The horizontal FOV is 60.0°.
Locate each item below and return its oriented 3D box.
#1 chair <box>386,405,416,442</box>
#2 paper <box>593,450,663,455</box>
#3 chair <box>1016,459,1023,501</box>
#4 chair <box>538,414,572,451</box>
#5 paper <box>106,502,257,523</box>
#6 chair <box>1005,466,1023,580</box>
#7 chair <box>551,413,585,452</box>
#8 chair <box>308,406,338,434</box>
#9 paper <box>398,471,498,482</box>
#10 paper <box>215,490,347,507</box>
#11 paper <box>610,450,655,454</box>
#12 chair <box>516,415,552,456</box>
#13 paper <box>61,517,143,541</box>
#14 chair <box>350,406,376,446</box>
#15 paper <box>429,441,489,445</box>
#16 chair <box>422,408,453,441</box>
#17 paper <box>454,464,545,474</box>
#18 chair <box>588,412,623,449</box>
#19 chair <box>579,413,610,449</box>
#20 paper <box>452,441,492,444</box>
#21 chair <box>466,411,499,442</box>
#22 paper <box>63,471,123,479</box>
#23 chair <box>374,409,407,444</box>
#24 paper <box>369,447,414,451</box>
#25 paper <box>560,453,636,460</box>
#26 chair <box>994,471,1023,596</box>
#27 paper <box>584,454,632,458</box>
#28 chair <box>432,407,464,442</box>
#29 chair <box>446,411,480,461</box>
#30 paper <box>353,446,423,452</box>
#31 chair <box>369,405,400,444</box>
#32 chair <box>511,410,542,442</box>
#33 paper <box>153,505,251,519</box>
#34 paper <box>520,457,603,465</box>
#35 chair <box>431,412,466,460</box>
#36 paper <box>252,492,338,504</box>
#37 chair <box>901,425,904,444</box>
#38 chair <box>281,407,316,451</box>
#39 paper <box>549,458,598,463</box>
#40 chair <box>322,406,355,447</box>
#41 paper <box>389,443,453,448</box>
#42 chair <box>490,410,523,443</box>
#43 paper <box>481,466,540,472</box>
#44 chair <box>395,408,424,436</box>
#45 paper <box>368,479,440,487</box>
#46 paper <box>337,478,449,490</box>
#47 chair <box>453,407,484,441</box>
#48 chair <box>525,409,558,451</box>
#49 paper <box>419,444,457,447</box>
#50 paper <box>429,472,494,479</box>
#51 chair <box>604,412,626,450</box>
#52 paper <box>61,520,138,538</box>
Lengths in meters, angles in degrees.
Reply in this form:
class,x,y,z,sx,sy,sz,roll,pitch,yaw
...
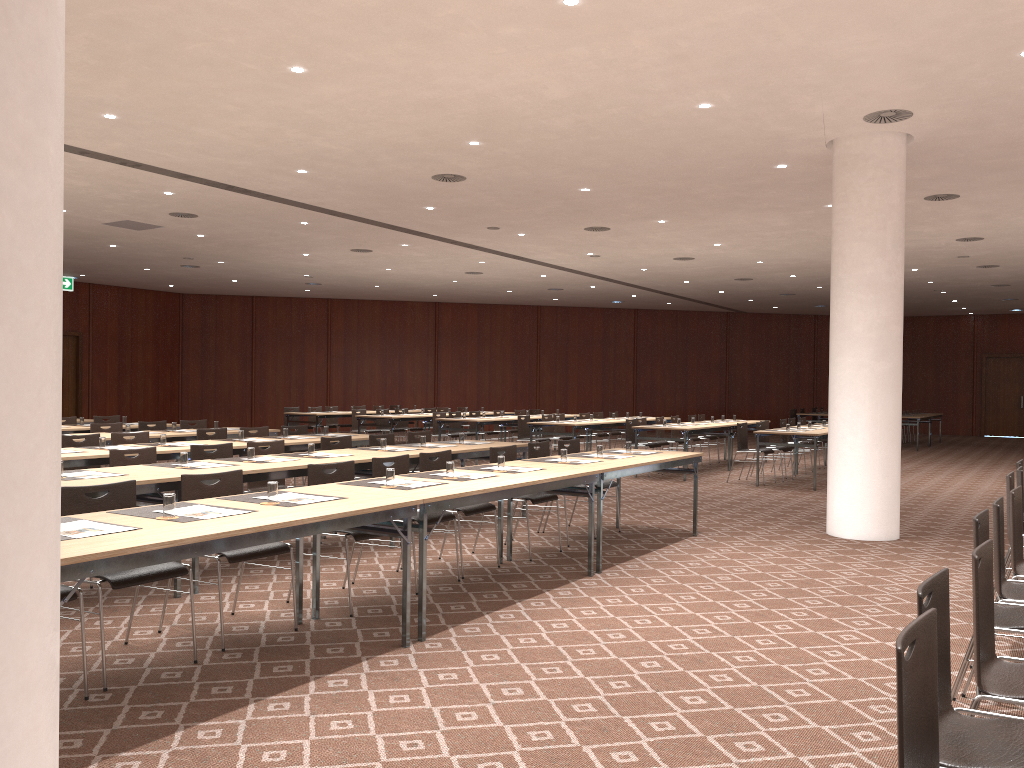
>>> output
class,x,y,z,sx,sy,sz,roll,pitch,yaw
chair,-2.807,0.999,22.245,0.613,0.939,0.535,1,0,31
paper,1.142,0.676,8.761,0.565,0.003,0.460,1,0,31
chair,4.158,1.079,6.924,0.613,0.939,0.535,1,0,32
chair,0.797,1.042,16.523,0.613,0.939,0.535,1,0,29
paper,-1.636,0.635,4.413,0.565,0.003,0.460,1,0,30
chair,3.794,1.074,6.283,0.613,0.939,0.535,1,0,30
chair,1.040,1.046,17.101,0.613,0.939,0.535,1,0,34
chair,-4.262,0.977,19.746,0.613,0.939,0.535,1,0,30
paper,-0.446,0.653,6.300,0.565,0.003,0.460,1,0,33
paper,-1.285,0.640,4.969,0.565,0.003,0.460,1,0,32
paper,1.205,0.673,8.797,0.398,0.006,0.283,1,0,31
chair,0.347,1.036,16.003,0.613,0.939,0.535,1,0,32
paper,-1.983,0.630,3.847,0.565,0.003,0.460,1,0,32
chair,-3.519,0.988,21.117,0.613,0.939,0.535,1,0,35
paper,-0.556,0.654,9.873,0.565,0.003,0.460,1,0,31
chair,-1.723,1.011,20.022,0.613,0.939,0.535,1,0,33
paper,-0.089,0.658,6.874,0.565,0.003,0.460,1,0,34
chair,1.939,1.059,18.525,0.613,0.939,0.535,1,0,34
chair,1.605,1.054,17.882,0.613,0.939,0.535,1,0,34
paper,-0.465,0.651,9.877,0.398,0.006,0.283,1,0,29
chair,-0.625,1.025,18.095,0.613,0.939,0.535,1,0,29
paper,-2.880,0.616,6.028,0.398,0.006,0.283,1,0,32
chair,-2.595,0.999,18.641,0.613,0.939,0.535,1,0,29
paper,-1.171,0.641,8.777,0.398,0.006,0.283,1,0,33
paper,0.793,0.671,8.250,0.565,0.003,0.460,1,0,34
chair,3.475,1.069,5.842,0.613,0.939,0.535,1,0,32
paper,0.887,0.668,8.226,0.398,0.006,0.283,1,0,33
chair,-1.482,1.015,20.598,0.613,0.939,0.535,1,0,34
chair,-1.005,1.019,17.607,0.613,0.939,0.535,1,0,30
paper,-1.239,0.644,8.770,0.565,0.003,0.460,1,0,33
chair,-3.125,0.994,21.627,0.613,0.939,0.535,1,0,30
chair,0.312,1.038,19.500,0.613,0.939,0.535,1,0,33
paper,-1.538,0.632,4.396,0.398,0.006,0.283,1,0,32
paper,0.435,0.666,7.675,0.565,0.003,0.460,1,0,35
chair,-1.267,1.015,16.999,0.613,0.939,0.535,1,0,31
paper,-1.208,0.637,4.959,0.398,0.006,0.283,1,0,33
chair,10.452,1.179,24.488,0.613,0.939,0.535,1,0,31
chair,-4.658,0.971,19.198,0.613,0.939,0.535,1,0,34
paper,0.524,0.663,7.674,0.398,0.006,0.283,1,0,36
chair,-4.011,0.981,20.337,0.613,0.939,0.535,1,0,29
paper,-0.927,0.649,9.319,0.565,0.003,0.460,1,0,33
chair,-0.144,1.032,18.971,0.613,0.939,0.535,1,0,32
paper,-0.005,0.655,6.865,0.398,0.006,0.283,1,0,30
chair,-2.276,1.003,19.226,0.613,0.939,0.535,1,0,35
paper,-0.702,0.645,5.783,0.398,0.006,0.283,1,0,34
paper,-0.772,0.648,5.765,0.565,0.003,0.460,1,0,30
chair,-1.050,1.021,21.169,0.613,0.939,0.535,1,0,31
chair,0.642,1.043,20.102,0.613,0.939,0.535,1,0,35
paper,-0.812,0.646,9.335,0.398,0.006,0.283,1,0,34
paper,-0.351,0.650,6.347,0.398,0.006,0.283,1,0,32
chair,2.322,1.065,18.937,0.613,0.939,0.535,1,0,31
paper,-1.874,0.627,3.851,0.398,0.006,0.283,1,0,32
